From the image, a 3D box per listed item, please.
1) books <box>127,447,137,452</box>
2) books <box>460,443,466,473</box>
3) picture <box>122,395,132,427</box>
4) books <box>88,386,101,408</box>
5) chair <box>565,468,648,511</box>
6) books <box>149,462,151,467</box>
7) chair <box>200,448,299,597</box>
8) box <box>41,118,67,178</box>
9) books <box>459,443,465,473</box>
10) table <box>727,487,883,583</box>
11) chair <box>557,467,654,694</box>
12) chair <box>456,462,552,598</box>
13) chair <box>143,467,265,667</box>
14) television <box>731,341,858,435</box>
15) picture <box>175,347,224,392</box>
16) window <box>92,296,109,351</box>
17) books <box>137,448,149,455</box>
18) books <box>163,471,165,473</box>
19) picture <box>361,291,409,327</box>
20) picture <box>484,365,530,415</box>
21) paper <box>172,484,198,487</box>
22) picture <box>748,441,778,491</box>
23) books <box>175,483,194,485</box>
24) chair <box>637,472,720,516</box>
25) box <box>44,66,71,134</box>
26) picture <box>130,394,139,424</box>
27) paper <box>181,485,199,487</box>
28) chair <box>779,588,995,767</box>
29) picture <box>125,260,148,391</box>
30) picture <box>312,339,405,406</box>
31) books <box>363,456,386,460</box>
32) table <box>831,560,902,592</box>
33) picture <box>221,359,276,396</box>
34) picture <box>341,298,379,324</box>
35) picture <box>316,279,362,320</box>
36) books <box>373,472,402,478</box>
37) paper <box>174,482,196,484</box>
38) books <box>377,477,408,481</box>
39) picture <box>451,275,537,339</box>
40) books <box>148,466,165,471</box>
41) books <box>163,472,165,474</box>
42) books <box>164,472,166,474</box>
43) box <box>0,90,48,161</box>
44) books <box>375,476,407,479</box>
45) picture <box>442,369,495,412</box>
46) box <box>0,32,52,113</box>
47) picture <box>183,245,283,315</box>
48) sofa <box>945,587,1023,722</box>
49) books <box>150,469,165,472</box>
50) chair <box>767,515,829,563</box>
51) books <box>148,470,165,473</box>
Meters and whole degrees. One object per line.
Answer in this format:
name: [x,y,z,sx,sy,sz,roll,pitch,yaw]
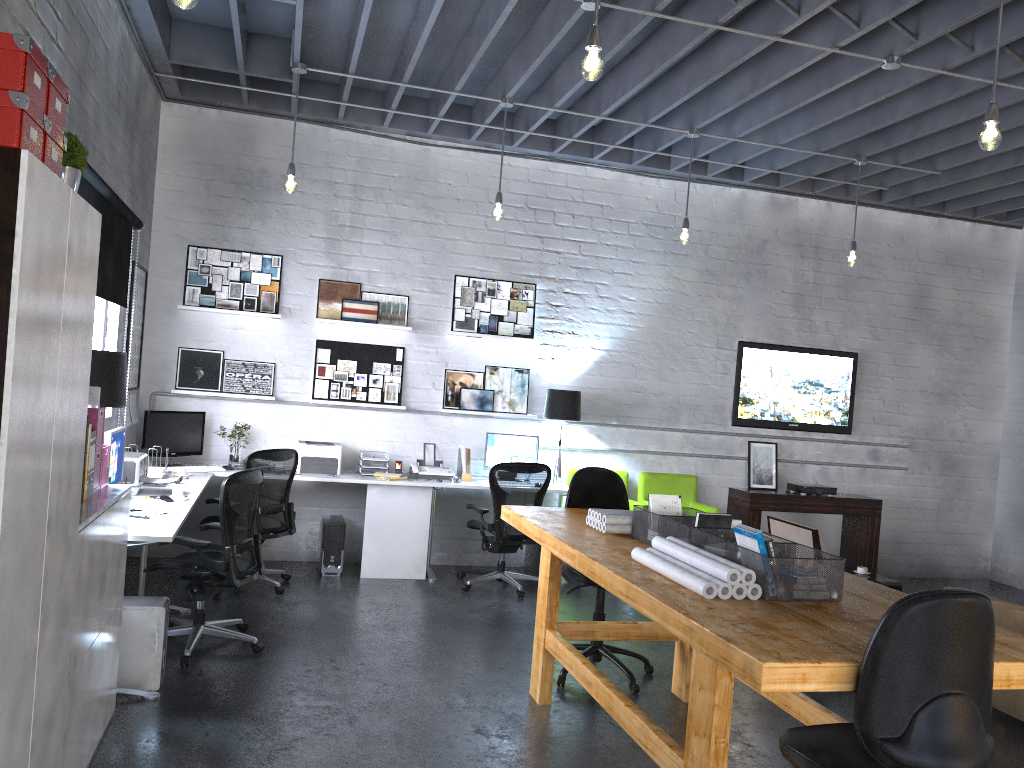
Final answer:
books: [-2.741,0.519,6.432,0.052,0.109,0.133,5,0,0]
books: [-0.421,0.665,7.599,0.043,0.296,0.210,4,0,-15]
picture: [-2.812,0.197,6.480,0.036,0.221,0.289,4,0,-15]
books: [-1.814,0.136,3.673,0.192,0.267,0.060,4,1,-15]
chair: [0.813,1.242,7.882,0.611,0.920,0.516,4,0,-15]
books: [-2.652,0.565,6.428,0.037,0.076,0.102,5,0,0]
chair: [-1.938,0.959,6.443,0.752,1.031,0.732,5,0,9]
box: [-1.322,-0.615,2.291,0.270,0.131,0.206,5,0,-15]
books: [-0.428,0.665,7.593,0.036,0.296,0.210,4,0,-15]
table: [2.769,1.452,8.463,1.410,0.820,0.403,5,0,-15]
chair: [0.548,1.084,5.081,0.659,1.165,0.686,4,0,-17]
chair: [-0.081,1.111,7.095,0.752,1.031,0.732,5,0,44]
chair: [-1.736,0.968,4.990,0.753,1.031,0.731,5,0,-11]
television: [2.749,0.046,8.582,1.324,0.816,0.021,5,1,-15]
picture: [-2.537,-0.115,7.204,0.355,0.343,0.042,5,1,-15]
window: [-2.502,-0.387,5.071,0.030,1.220,1.821,4,0,-15]
books: [-2.671,0.533,6.418,0.017,0.121,0.184,5,0,0]
books: [-2.562,0.601,6.116,0.297,0.006,0.210,5,0,-16]
picture: [-1.089,-0.635,7.565,0.410,0.277,0.036,5,1,-15]
picture: [-0.050,0.054,7.860,0.410,0.408,0.047,5,1,-15]
paper: [-2.158,0.667,5.847,0.159,0.001,0.115,5,0,-26]
picture: [2.405,0.783,8.500,0.308,0.457,0.092,4,1,-15]
books: [-2.166,0.659,5.857,0.112,0.001,0.066,5,0,-28]
chair: [1.483,1.297,8.060,0.611,0.920,0.516,4,0,-15]
box: [-1.312,-0.746,2.289,0.268,0.133,0.206,5,0,-15]
picture: [-2.901,0.192,6.816,0.036,0.221,0.289,4,0,-15]
paper: [-2.151,0.668,5.843,0.159,0.001,0.115,5,0,-27]
chair: [1.018,1.108,2.553,0.659,1.165,0.686,4,0,-17]
picture: [-2.814,-0.418,6.632,0.020,0.935,0.658,4,0,-15]
picture: [-1.297,-0.095,7.522,0.749,0.503,0.058,5,1,-15]
books: [-1.161,0.617,7.432,0.134,0.008,0.203,5,0,-32]
table: [2.591,1.693,7.395,0.873,0.300,0.873,5,0,-11]
picture: [-2.168,-0.052,7.300,0.410,0.277,0.036,5,1,-15]
picture: [-1.287,-0.610,7.497,0.311,0.196,0.029,5,1,-15]
picture: [-1.458,-0.698,7.468,0.355,0.343,0.042,5,1,-15]
books: [-0.999,0.732,7.136,0.211,0.014,0.148,5,0,0]
paper: [-2.216,0.663,5.960,0.159,0.001,0.115,5,0,-32]
books: [-0.964,0.763,7.161,0.148,0.014,0.211,4,0,40]
picture: [-0.154,-0.672,7.804,0.749,0.503,0.058,5,1,-15]
books: [-2.559,0.580,6.121,0.297,0.006,0.210,5,0,-14]
books: [-2.561,0.606,6.121,0.297,0.006,0.210,5,0,-15]
books: [-2.561,0.611,6.121,0.297,0.006,0.210,5,0,-15]
box: [-1.269,-0.612,2.089,0.270,0.131,0.206,5,0,-15]
books: [-0.976,0.748,7.146,0.211,0.014,0.148,5,0,-40]
picture: [-0.375,0.059,7.766,0.452,0.345,0.054,5,1,-15]
box: [-1.259,-0.742,2.088,0.270,0.131,0.206,5,0,-15]
picture: [-2.274,-0.845,7.241,0.749,0.503,0.058,5,1,-15]
sofa: [3.770,1.610,5.095,2.331,0.629,1.104,5,0,-15]
books: [-2.558,0.585,6.117,0.297,0.006,0.210,5,0,-15]
chair: [2.194,1.383,6.101,0.725,0.842,0.574,4,0,-15]
books: [-2.557,0.591,6.117,0.297,0.006,0.210,5,0,-13]
